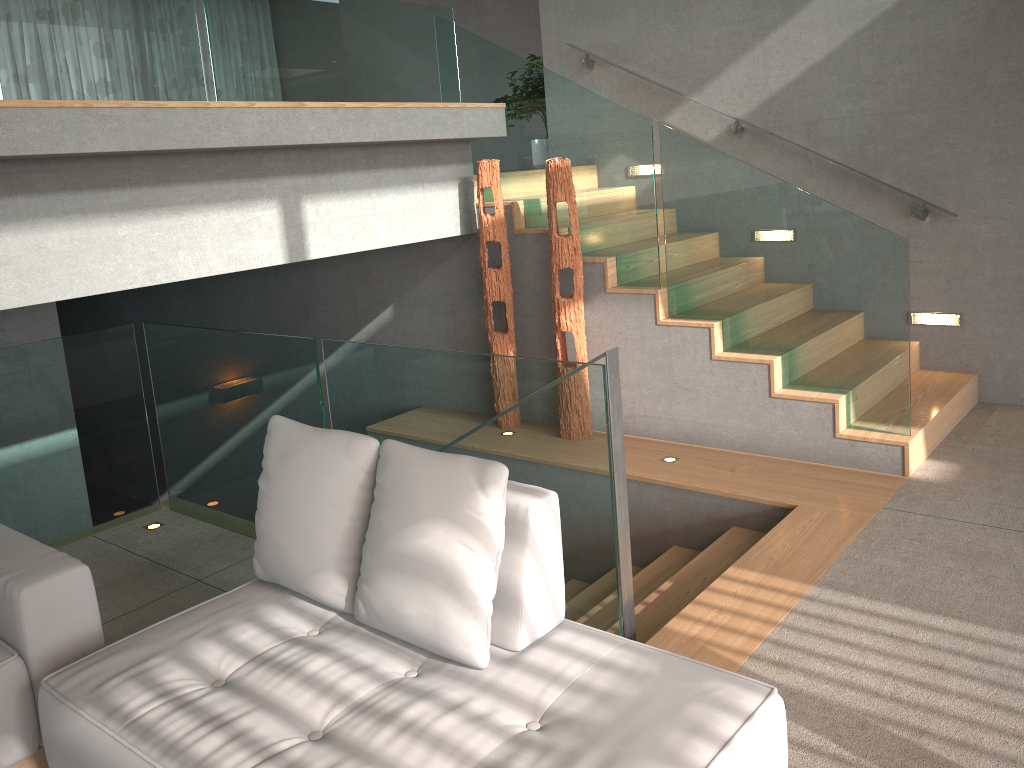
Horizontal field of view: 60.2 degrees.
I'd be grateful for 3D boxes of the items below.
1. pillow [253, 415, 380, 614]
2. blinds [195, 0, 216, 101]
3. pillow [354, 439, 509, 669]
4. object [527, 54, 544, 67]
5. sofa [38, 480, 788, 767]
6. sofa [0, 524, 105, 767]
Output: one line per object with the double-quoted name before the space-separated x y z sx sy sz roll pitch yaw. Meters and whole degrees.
"pillow" -0.585 0.374 2.627 0.493 0.491 0.241 5 14 40
"blinds" -4.593 -3.804 11.509 0.223 2.691 3.896 3 14 39
"pillow" -0.213 0.429 2.323 0.494 0.477 0.269 5 14 40
"object" 0.347 -2.573 8.641 1.435 1.195 1.249 -8 12 -17
"sofa" -0.299 0.726 2.137 1.601 0.723 1.025 6 16 39
"sofa" -2.662 1.045 1.580 1.052 0.743 3.503 5 17 38
